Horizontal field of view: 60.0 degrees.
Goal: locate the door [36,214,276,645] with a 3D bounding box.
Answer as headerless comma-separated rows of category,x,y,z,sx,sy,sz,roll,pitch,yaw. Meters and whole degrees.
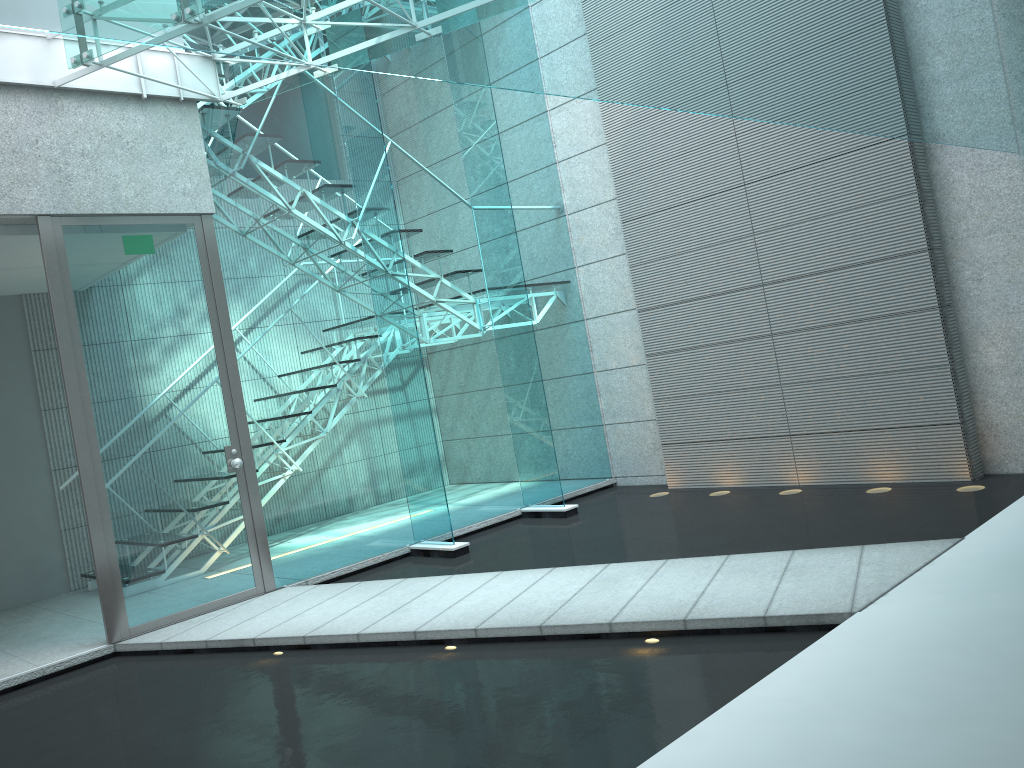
door,-1.744,0.143,4.447,0.868,2.066,0.076,-9,-1,-43

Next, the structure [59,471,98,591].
structure,-1.581,-1.921,6.315,3.305,6.011,1.904,-9,-1,-43
